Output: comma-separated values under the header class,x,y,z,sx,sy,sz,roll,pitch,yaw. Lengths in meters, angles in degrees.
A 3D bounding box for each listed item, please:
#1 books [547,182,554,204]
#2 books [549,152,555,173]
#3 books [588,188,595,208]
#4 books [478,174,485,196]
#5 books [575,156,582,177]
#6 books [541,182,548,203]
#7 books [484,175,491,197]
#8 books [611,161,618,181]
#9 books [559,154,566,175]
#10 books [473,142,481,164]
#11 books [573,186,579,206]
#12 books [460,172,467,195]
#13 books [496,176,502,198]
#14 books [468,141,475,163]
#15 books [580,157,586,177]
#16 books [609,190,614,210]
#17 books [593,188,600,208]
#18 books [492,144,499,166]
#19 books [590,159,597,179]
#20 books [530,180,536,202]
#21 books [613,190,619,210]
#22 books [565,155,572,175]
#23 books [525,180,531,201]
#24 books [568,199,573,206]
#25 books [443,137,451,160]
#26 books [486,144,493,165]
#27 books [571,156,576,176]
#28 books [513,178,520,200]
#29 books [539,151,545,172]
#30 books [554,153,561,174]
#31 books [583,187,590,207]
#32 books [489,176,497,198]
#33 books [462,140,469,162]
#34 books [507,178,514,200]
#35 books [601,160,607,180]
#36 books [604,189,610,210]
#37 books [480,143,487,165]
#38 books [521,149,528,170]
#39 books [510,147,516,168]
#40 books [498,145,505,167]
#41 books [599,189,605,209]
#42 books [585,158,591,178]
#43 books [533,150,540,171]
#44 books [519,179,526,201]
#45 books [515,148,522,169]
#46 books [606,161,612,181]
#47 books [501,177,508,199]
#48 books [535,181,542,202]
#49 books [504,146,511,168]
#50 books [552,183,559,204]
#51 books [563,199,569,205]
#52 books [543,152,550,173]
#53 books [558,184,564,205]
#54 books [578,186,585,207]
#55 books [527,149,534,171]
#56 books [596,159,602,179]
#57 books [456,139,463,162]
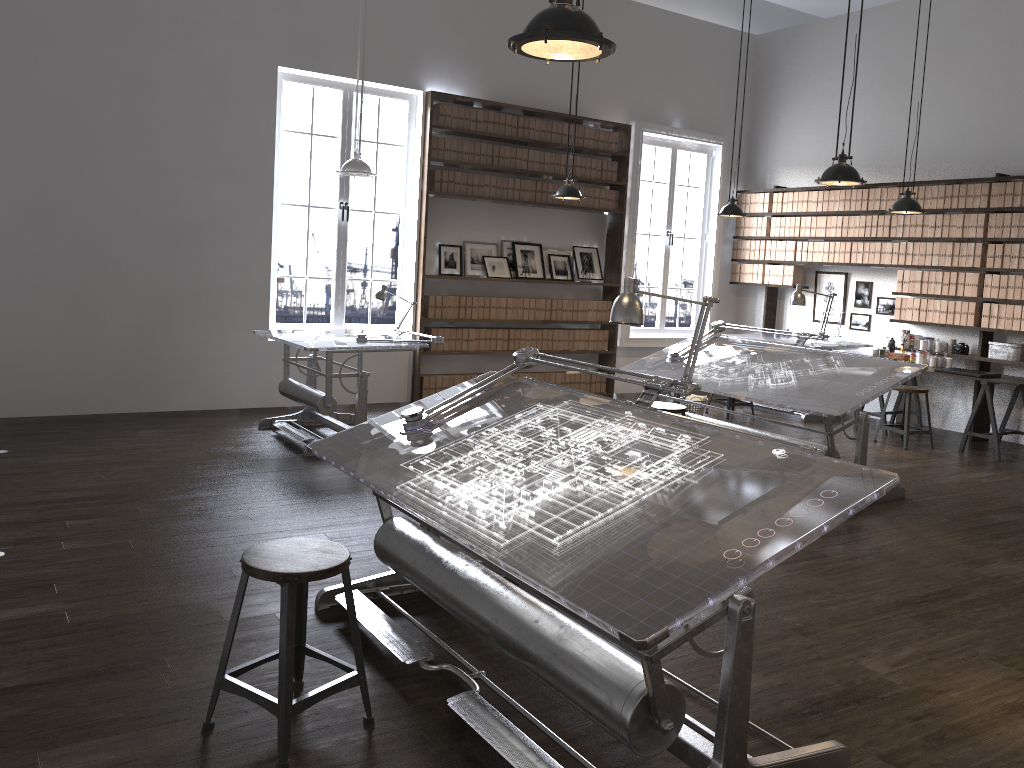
class,x,y,z,sx,sy,sz,roll,pitch,yaw
books,0.359,-2.019,9.401,0.067,0.224,0.175,0,7,-33
books,0.375,-2.329,9.381,0.067,0.224,0.175,0,7,-33
books,0.820,-2.034,9.703,0.067,0.224,0.175,0,7,-33
books,-0.349,-1.999,8.951,0.067,0.224,0.175,0,7,-33
books,0.667,-2.337,9.560,0.067,0.225,0.175,0,7,-33
books,0.296,-2.018,9.367,0.067,0.224,0.175,0,7,-33
books,-0.295,-2.000,8.983,0.067,0.224,0.175,0,7,-33
books,1.090,-2.350,9.836,0.067,0.224,0.175,0,7,-33
books,0.496,-2.332,9.452,0.067,0.225,0.175,0,7,-33
books,-0.391,-2.306,8.888,0.067,0.224,0.175,0,7,-33
books,0.643,-2.028,9.585,0.067,0.224,0.175,0,7,-33
books,-0.523,-1.994,8.841,0.067,0.224,0.175,0,7,-33
books,-0.176,-2.004,9.062,0.067,0.224,0.175,0,7,-33
books,-0.451,-2.305,8.850,0.067,0.224,0.175,0,7,-33
books,0.720,-2.339,9.601,0.067,0.224,0.175,0,7,-33
books,1.050,-2.040,9.847,0.067,0.224,0.175,0,7,-33
books,0.881,-2.035,9.738,0.067,0.224,0.175,0,7,-33
books,-0.206,-2.311,9.001,0.067,0.225,0.175,0,7,-33
books,0.842,-2.342,9.674,0.067,0.224,0.175,0,7,-33
books,0.171,-2.015,9.286,0.067,0.224,0.175,0,7,-33
books,1.109,-2.042,9.886,0.067,0.224,0.175,0,7,-33
books,0.556,-2.334,9.492,0.067,0.224,0.175,0,7,-33
books,0.117,-2.013,9.249,0.067,0.224,0.175,0,7,-33
books,0.589,-2.027,9.553,0.067,0.224,0.175,0,7,-33
books,-0.675,-2.297,8.700,0.067,0.225,0.175,0,7,-33
books,-0.272,-2.310,8.965,0.067,0.224,0.175,0,7,-33
books,0.608,-2.336,9.528,0.067,0.224,0.175,0,7,-33
books,0.005,-2.009,9.172,0.067,0.224,0.175,0,7,-33
books,0.261,-2.326,9.305,0.067,0.224,0.175,0,7,-33
books,0.435,-2.331,9.417,0.067,0.224,0.175,0,7,-33
books,0.762,-2.032,9.664,0.067,0.224,0.175,0,7,-33
books,-0.233,-2.002,9.021,0.067,0.225,0.175,0,7,-33
books,-0.505,-2.302,8.809,0.067,0.225,0.175,0,7,-33
books,-0.058,-2.007,9.136,0.067,0.224,0.175,0,7,-33
books,0.965,-2.346,9.752,0.067,0.225,0.175,0,7,-33
books,0.999,-2.038,9.810,0.067,0.225,0.175,0,7,-33
books,-0.329,-2.308,8.923,0.067,0.224,0.175,0,7,-33
books,0.086,-2.320,9.191,0.067,0.224,0.175,0,7,-33
books,-0.034,-2.316,9.110,0.067,0.225,0.175,0,7,-33
books,-0.147,-2.314,9.046,0.067,0.224,0.175,0,7,-33
books,0.944,-2.036,9.774,0.067,0.224,0.175,0,7,-33
books,0.780,-2.341,9.639,0.067,0.224,0.175,0,7,-33
books,0.209,-2.324,9.270,0.067,0.224,0.175,0,7,-33
books,0.066,-2.010,9.211,0.067,0.225,0.175,0,7,-33
books,0.026,-2.318,9.149,0.067,0.224,0.175,0,7,-33
books,1.025,-2.348,9.797,0.067,0.224,0.175,0,7,-33
books,-0.119,-2.006,9.101,0.067,0.224,0.175,0,7,-33
books,0.236,-2.016,9.322,0.067,0.225,0.175,0,7,-33
books,-0.090,-2.315,9.079,0.067,0.224,0.175,0,7,-33
books,0.416,-2.022,9.443,0.067,0.224,0.175,0,7,-33
books,0.536,-2.024,9.513,0.067,0.225,0.175,0,7,-33
books,0.320,-2.326,9.337,0.067,0.225,0.175,0,7,-33
books,0.476,-2.024,9.481,0.067,0.224,0.175,0,7,-33
books,0.705,-2.030,9.623,0.067,0.225,0.175,0,7,-33
books,0.149,-2.322,9.229,0.067,0.225,0.175,0,7,-33
books,0.899,-2.345,9.716,0.067,0.224,0.175,0,7,-33
books,-0.563,-2.301,8.776,0.067,0.224,0.175,0,7,-33
